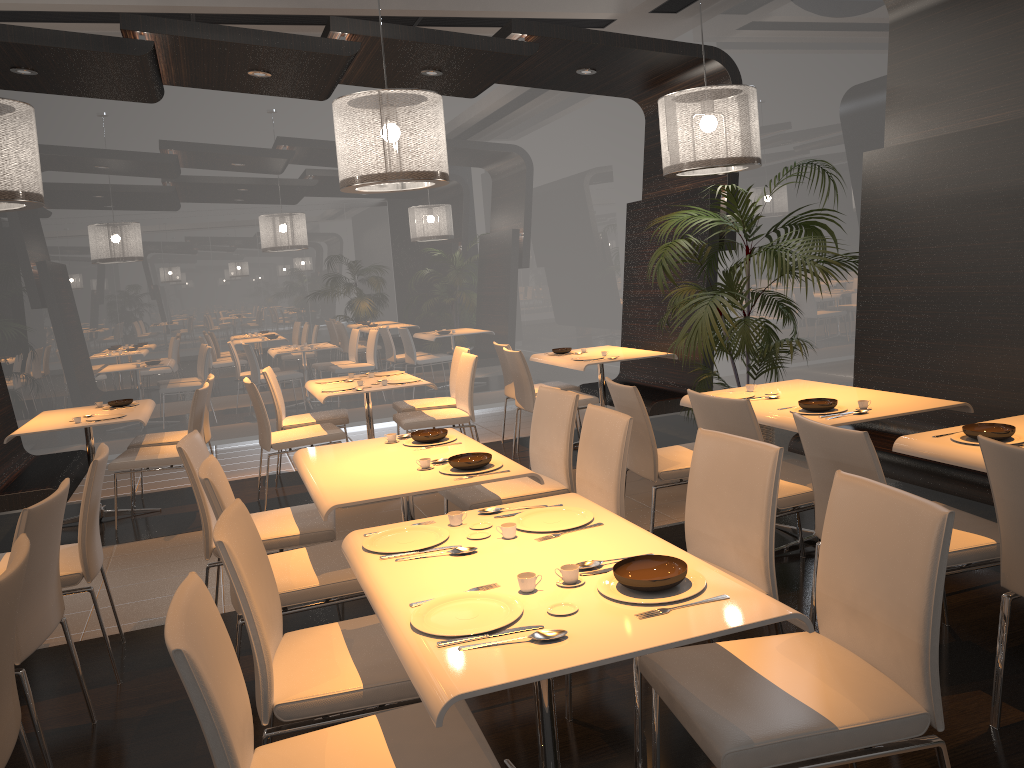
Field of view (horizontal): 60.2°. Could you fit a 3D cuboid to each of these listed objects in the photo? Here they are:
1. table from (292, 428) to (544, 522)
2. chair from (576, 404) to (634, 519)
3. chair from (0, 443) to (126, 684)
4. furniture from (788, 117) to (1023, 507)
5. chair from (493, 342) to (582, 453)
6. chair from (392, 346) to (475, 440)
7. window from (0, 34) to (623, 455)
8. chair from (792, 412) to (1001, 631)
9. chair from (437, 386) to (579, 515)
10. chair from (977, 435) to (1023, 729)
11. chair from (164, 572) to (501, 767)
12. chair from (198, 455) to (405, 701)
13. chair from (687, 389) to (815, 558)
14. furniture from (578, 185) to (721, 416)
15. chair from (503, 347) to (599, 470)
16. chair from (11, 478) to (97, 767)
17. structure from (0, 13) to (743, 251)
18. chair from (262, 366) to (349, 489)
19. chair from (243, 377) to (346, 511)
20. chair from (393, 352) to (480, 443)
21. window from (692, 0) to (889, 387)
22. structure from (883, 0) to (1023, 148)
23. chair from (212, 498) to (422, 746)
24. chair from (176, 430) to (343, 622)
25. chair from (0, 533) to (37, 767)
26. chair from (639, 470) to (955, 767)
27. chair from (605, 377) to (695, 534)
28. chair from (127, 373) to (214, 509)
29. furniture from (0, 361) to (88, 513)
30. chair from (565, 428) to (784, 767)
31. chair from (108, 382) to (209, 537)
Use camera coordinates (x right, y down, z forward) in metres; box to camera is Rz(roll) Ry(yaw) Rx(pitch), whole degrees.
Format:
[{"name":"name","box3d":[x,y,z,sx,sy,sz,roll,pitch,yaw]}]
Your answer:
[{"name":"table","box3d":[-0.295,0.652,3.676,1.055,0.722,1.151,-7,6,-19]},{"name":"chair","box3d":[0.167,0.565,3.461,0.606,0.866,0.485,-6,4,-16]},{"name":"chair","box3d":[-1.877,0.733,3.488,0.607,0.866,0.485,-6,4,-21]},{"name":"furniture","box3d":[2.334,-0.355,3.758,0.759,1.666,2.912,-6,6,-18]},{"name":"chair","box3d":[0.202,0.063,7.348,0.606,0.866,0.485,-6,4,-16]},{"name":"chair","box3d":[-0.617,0.171,7.058,0.606,0.870,0.485,-6,4,-16]},{"name":"window","box3d":[-1.828,-1.515,8.661,6.596,3.964,0.070,-7,3,-19]},{"name":"chair","box3d":[1.346,0.524,3.012,0.606,0.866,0.486,-6,4,-11]},{"name":"chair","box3d":[0.008,0.492,4.139,0.607,0.866,0.485,-6,4,-21]},{"name":"chair","box3d":[1.703,0.567,2.444,0.606,0.866,0.485,-6,4,-16]},{"name":"chair","box3d":[-0.331,0.825,1.785,0.606,0.870,0.485,-6,4,-16]},{"name":"chair","box3d":[-0.758,0.684,3.160,0.606,0.870,0.485,-6,4,-16]},{"name":"chair","box3d":[1.141,0.440,3.819,0.607,0.870,0.485,-6,4,-21]},{"name":"furniture","box3d":[1.071,-0.702,7.278,0.759,1.668,1.406,-6,5,-19]},{"name":"chair","box3d":[0.291,0.140,6.708,0.606,0.870,0.485,-6,4,-16]},{"name":"chair","box3d":[-1.718,0.809,2.811,0.606,0.870,0.486,-6,4,-11]},{"name":"structure","box3d":[-1.230,-1.610,6.463,5.948,1.721,1.406,-7,5,-19]},{"name":"chair","box3d":[-1.558,0.285,6.770,0.606,0.866,0.486,-6,4,-11]},{"name":"chair","box3d":[-1.487,0.371,6.072,0.607,0.870,0.485,-6,4,-21]},{"name":"chair","box3d":[-0.528,0.244,6.417,0.606,0.866,0.485,-6,4,-16]},{"name":"window","box3d":[3.059,-1.613,6.245,0.070,3.959,6.605,-6,6,-18]},{"name":"structure","box3d":[-2.193,-0.984,2.180,10.689,1.729,2.912,-7,7,-19]},{"name":"chair","box3d":[-0.446,0.755,2.400,0.606,0.870,0.486,-6,4,-11]},{"name":"chair","box3d":[-1.061,0.627,3.780,0.606,0.866,0.486,-6,4,-11]},{"name":"chair","box3d":[-1.428,0.880,2.065,0.607,0.870,0.485,-6,4,-21]},{"name":"chair","box3d":[0.663,0.707,2.050,0.606,0.870,0.486,-6,4,-11]},{"name":"chair","box3d":[0.827,0.390,4.411,0.606,0.870,0.486,-6,4,-11]},{"name":"chair","box3d":[-2.435,0.406,6.415,0.606,0.870,0.485,-6,4,-16]},{"name":"furniture","box3d":[-3.311,-0.142,5.775,0.759,1.668,1.406,-6,5,-19]},{"name":"chair","box3d":[0.504,0.634,2.727,0.607,0.870,0.485,-6,4,-21]},{"name":"chair","box3d":[-2.270,0.469,5.800,0.606,0.866,0.486,-6,4,-11]}]
